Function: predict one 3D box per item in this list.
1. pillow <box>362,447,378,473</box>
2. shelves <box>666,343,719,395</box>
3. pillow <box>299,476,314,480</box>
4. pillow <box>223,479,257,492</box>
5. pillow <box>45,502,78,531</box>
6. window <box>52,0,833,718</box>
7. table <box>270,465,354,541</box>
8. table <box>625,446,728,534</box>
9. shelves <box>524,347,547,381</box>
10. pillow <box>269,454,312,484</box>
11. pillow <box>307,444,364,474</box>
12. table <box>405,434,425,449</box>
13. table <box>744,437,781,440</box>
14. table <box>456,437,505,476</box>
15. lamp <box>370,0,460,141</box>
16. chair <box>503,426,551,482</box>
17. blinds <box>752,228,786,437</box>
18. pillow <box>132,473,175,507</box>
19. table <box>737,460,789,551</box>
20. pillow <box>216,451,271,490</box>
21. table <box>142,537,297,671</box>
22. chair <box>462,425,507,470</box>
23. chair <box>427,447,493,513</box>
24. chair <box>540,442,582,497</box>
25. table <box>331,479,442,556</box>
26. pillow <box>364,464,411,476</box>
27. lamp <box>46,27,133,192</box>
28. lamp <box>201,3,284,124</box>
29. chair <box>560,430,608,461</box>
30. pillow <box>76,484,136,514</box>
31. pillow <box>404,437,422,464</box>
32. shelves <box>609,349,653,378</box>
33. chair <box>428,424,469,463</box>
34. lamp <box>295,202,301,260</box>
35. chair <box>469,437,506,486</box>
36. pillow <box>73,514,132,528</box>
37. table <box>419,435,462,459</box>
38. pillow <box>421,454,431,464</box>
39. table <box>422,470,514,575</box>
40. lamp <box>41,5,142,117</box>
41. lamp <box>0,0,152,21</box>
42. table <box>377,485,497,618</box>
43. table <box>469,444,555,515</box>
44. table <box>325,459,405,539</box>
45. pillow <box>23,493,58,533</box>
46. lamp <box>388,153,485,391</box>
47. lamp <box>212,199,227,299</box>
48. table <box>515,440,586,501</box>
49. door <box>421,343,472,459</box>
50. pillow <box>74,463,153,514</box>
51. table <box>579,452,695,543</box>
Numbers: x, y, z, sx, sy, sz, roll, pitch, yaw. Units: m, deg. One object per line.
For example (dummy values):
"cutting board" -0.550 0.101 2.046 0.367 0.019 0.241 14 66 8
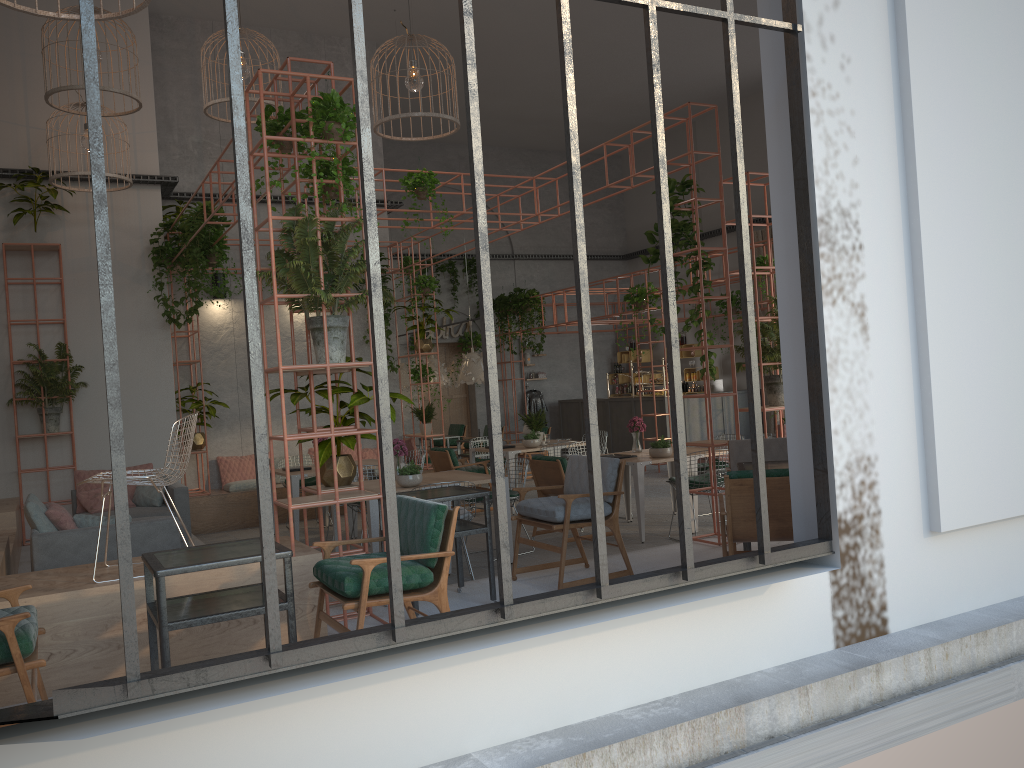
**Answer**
"pillow" -2.125 1.175 13.752 0.666 0.385 0.289 -4 0 -33
"shelves" 3.888 0.053 19.669 0.328 1.838 1.750 -4 0 -28
"pillow" -2.764 1.359 12.952 0.637 0.149 0.491 -4 0 -27
"pillow" -3.688 1.424 12.460 0.637 0.149 0.491 -4 0 -27
"pillow" -3.580 1.149 7.128 0.289 0.385 0.666 -4 0 -28
"window" -0.406 -1.808 3.361 4.126 5.544 0.089 -4 0 -28
"table" -2.483 1.461 10.869 0.694 0.830 1.205 -4 0 -28
"table" 1.936 1.170 10.074 0.694 0.830 1.214 -4 0 -28
"shelves" 0.547 -0.487 21.088 0.560 0.790 0.186 -4 0 -28
"pillow" -3.254 1.254 13.150 0.666 0.385 0.289 -4 0 -33
"pillow" -2.685 1.166 13.430 0.839 0.474 0.276 -4 0 -8
"table" -2.182 1.462 18.476 0.635 0.798 0.602 -4 0 -28
"table" 4.508 1.175 15.381 0.520 0.455 0.916 -4 0 -28
"table" -0.539 1.354 15.376 0.635 0.798 0.602 -4 0 -28
"lamp" -1.091 -4.342 9.074 0.883 3.476 0.883 -4 0 25
"chair" 0.281 1.229 15.806 0.685 0.929 0.722 -4 0 -28
"blinds" 6.204 -1.047 16.155 0.414 4.389 4.957 -4 0 -27
"pillow" -4.048 1.193 9.930 0.495 0.349 0.308 -4 0 22
"table" 1.990 0.991 6.489 0.602 0.798 0.635 -4 0 12
"pillow" -3.833 1.246 12.867 0.839 0.474 0.276 -4 0 -38
"table" -1.444 1.231 4.403 0.635 0.798 0.602 -4 0 -28
"chair" -0.548 1.284 17.369 0.685 0.930 0.722 -4 0 -28
"chair" -0.686 1.295 11.942 0.685 0.917 0.722 -4 0 -28
"chair" 0.606 1.203 11.486 0.565 0.941 0.717 -4 0 -12
"table" -1.202 1.377 8.454 0.694 0.830 1.205 -4 0 -28
"pillow" -1.868 1.297 13.429 0.637 0.149 0.491 -4 0 -27
"lamp" -5.032 -4.072 10.362 0.883 3.476 0.883 -4 0 25
"lamp" -3.180 -4.837 10.140 0.883 3.476 0.883 -4 0 25
"chair" 1.047 1.170 12.777 0.717 0.941 0.565 -4 0 -32
"pillow" -4.470 1.242 9.767 0.441 0.317 0.479 -4 0 43
"pillow" -1.771 1.103 14.634 0.276 0.474 0.839 -4 0 -38
"shelves" 2.989 0.112 21.364 0.328 1.838 1.750 -4 0 -28
"chair" -1.360 1.337 18.900 0.685 0.930 0.722 -4 0 -28
"lamp" -3.179 -2.021 13.304 0.179 1.425 0.185 -4 0 -28
"chair" -0.270 1.260 13.122 0.565 0.941 0.717 -4 0 -27
"pillow" -3.201 1.173 7.060 0.499 0.324 0.307 -4 0 7
"table" -1.361 1.408 16.926 0.635 0.798 0.602 -4 0 -28
"pillow" -1.436 1.265 14.928 0.491 0.149 0.637 -4 0 -27
"table" -0.592 1.334 8.783 0.694 0.830 1.214 -4 0 -28
"lamp" -4.294 -4.540 8.867 0.883 3.476 0.883 -4 0 25
"lamp" -2.468 -3.804 4.617 0.883 3.476 0.883 -4 0 25
"table" -0.531 1.165 6.225 0.635 0.798 0.602 -4 0 -28
"table" 0.004 1.288 12.194 0.694 0.830 1.205 -4 0 -28
"table" -1.871 1.419 11.200 0.694 0.830 1.214 -4 0 -28
"pillow" -3.721 1.127 7.069 0.276 0.474 0.839 -4 0 -28
"lamp" -1.622 -1.916 16.957 0.704 4.052 4.456 -4 0 -28
"lamp" -4.243 -1.947 12.737 0.179 1.425 0.185 -4 0 -28
"table" 0.616 1.245 12.524 0.694 0.830 1.214 -4 0 -28
"door" -1.737 0.434 20.782 1.360 2.729 0.551 -4 0 -28
"pillow" -4.495 1.178 10.059 0.836 0.476 0.273 -4 0 -28
"table" 1.324 1.213 9.744 0.694 0.830 1.205 -4 0 -28
